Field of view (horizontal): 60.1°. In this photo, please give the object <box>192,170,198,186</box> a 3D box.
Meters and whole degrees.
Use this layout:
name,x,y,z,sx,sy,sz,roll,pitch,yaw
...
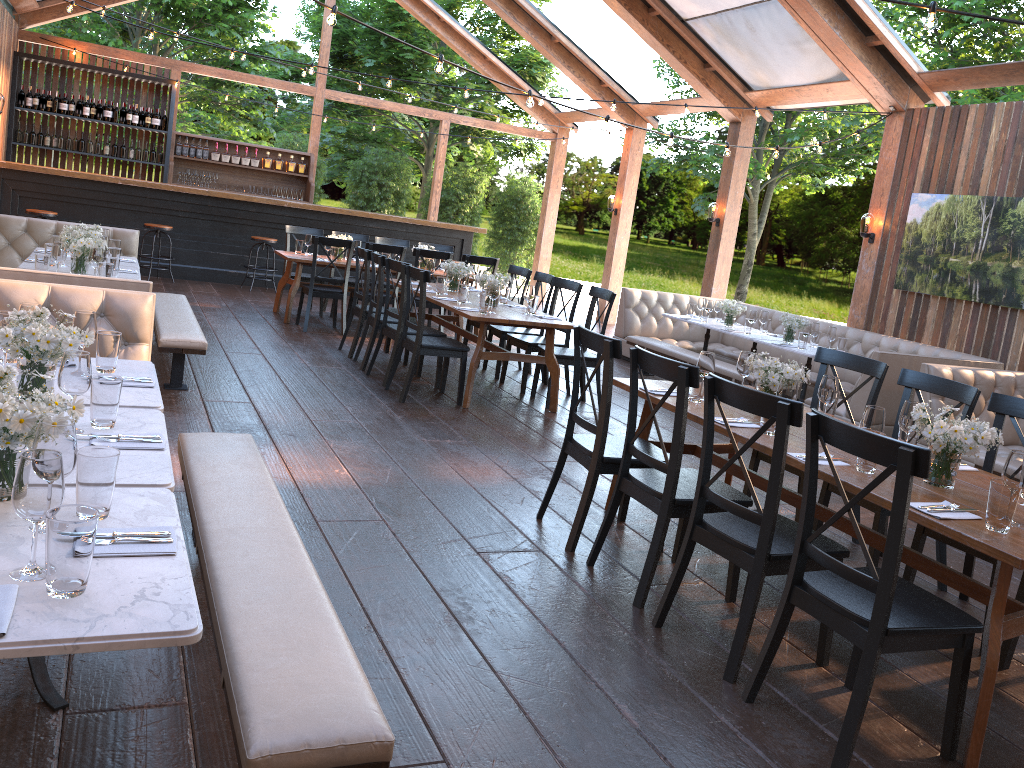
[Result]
name,x,y,z,sx,sy,sz,roll,pitch,yaw
object,-5.088,-3.303,14.193,0.092,0.242,0.093,8,7,-5

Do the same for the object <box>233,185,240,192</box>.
name,x,y,z,sx,sy,sz,roll,pitch,yaw
object,-4.523,-3.204,14.507,0.124,0.095,0.125,2,11,-36

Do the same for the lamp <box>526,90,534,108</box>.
name,x,y,z,sx,sy,sz,roll,pitch,yaw
lamp,0.126,-1.927,5.975,0.056,0.119,0.057,8,8,-6

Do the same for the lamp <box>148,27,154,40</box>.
name,x,y,z,sx,sy,sz,roll,pitch,yaw
lamp,-3.445,-3.344,8.450,0.056,0.120,0.057,7,8,-9

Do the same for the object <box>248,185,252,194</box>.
name,x,y,z,sx,sy,sz,roll,pitch,yaw
object,-4.323,-3.218,14.645,0.097,0.133,0.098,2,10,-38

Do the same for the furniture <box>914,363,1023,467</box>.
name,x,y,z,sx,sy,sz,roll,pitch,yaw
furniture,4.681,0.763,5.373,1.706,0.852,4.206,4,11,-25

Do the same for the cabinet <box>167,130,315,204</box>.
name,x,y,z,sx,sy,sz,roll,pitch,yaw
cabinet,-4.474,-2.915,14.512,2.269,2.077,0.499,4,8,-25

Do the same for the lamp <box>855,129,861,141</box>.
name,x,y,z,sx,sy,sz,roll,pitch,yaw
lamp,3.513,-2.525,8.979,0.068,0.116,0.057,6,8,-18

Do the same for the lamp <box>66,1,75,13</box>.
name,x,y,z,sx,sy,sz,roll,pitch,yaw
lamp,-4.166,-3.561,8.342,0.056,0.117,0.067,9,8,4

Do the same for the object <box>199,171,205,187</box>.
name,x,y,z,sx,sy,sz,roll,pitch,yaw
object,-4.992,-3.299,14.245,0.093,0.242,0.092,14,9,39

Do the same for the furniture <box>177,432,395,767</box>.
name,x,y,z,sx,sy,sz,roll,pitch,yaw
furniture,-0.869,0.653,2.874,0.312,0.395,2.355,5,11,-25

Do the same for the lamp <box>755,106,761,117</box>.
name,x,y,z,sx,sy,sz,roll,pitch,yaw
lamp,2.564,-2.839,9.232,0.056,0.113,0.076,5,9,-26

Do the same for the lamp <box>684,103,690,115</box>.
name,x,y,z,sx,sy,sz,roll,pitch,yaw
lamp,1.806,-2.839,9.128,0.075,0.113,0.056,11,8,21

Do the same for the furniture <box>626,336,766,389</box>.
name,x,y,z,sx,sy,sz,roll,pitch,yaw
furniture,1.870,-0.099,9.032,0.312,0.395,2.355,5,11,-25

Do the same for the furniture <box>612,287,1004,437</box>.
name,x,y,z,sx,sy,sz,roll,pitch,yaw
furniture,2.875,-0.267,9.463,1.706,0.852,4.206,4,11,-25

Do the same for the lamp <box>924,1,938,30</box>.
name,x,y,z,sx,sy,sz,roll,pitch,yaw
lamp,1.835,-1.607,3.863,0.057,0.120,0.056,15,10,40

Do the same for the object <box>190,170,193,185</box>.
name,x,y,z,sx,sy,sz,roll,pitch,yaw
object,-5.162,-3.333,14.292,0.092,0.242,0.093,8,7,-5

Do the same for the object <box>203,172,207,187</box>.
name,x,y,z,sx,sy,sz,roll,pitch,yaw
object,-4.974,-3.319,14.364,0.093,0.242,0.092,14,9,39

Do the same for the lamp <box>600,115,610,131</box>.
name,x,y,z,sx,sy,sz,roll,pitch,yaw
lamp,0.682,-1.914,6.490,0.056,0.119,0.057,6,8,-19

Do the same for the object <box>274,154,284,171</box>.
name,x,y,z,sx,sy,sz,roll,pitch,yaw
object,-3.900,-3.706,14.801,0.176,0.286,0.110,6,8,-20

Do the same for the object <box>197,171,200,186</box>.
name,x,y,z,sx,sy,sz,roll,pitch,yaw
object,-5.060,-3.323,14.318,0.092,0.242,0.093,8,7,-5

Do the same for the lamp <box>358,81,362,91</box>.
name,x,y,z,sx,sy,sz,roll,pitch,yaw
lamp,-1.893,-3.721,11.043,0.056,0.119,0.057,6,8,-19

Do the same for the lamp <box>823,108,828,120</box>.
name,x,y,z,sx,sy,sz,roll,pitch,yaw
lamp,3.314,-2.848,9.344,0.064,0.117,0.056,14,10,38

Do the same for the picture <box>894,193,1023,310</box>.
name,x,y,z,sx,sy,sz,roll,pitch,yaw
picture,4.389,-1.289,8.419,0.065,0.989,1.669,5,10,-25

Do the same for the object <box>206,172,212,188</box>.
name,x,y,z,sx,sy,sz,roll,pitch,yaw
object,-4.896,-3.291,14.278,0.093,0.242,0.092,14,9,39

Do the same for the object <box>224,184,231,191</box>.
name,x,y,z,sx,sy,sz,roll,pitch,yaw
object,-4.637,-3.199,14.394,0.124,0.095,0.125,6,9,-14

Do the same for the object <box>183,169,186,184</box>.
name,x,y,z,sx,sy,sz,roll,pitch,yaw
object,-5.248,-3.335,14.235,0.093,0.242,0.092,14,9,39

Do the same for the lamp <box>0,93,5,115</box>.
name,x,y,z,sx,sy,sz,roll,pitch,yaw
lamp,-6.339,-3.424,10.873,0.177,0.317,0.148,5,8,-25

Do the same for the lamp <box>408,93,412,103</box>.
name,x,y,z,sx,sy,sz,roll,pitch,yaw
lamp,-1.331,-3.733,11.552,0.056,0.120,0.057,8,7,1

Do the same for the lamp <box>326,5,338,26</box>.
name,x,y,z,sx,sy,sz,roll,pitch,yaw
lamp,-1.012,-2.076,4.982,0.056,0.120,0.057,9,7,3

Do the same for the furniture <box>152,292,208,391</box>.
name,x,y,z,sx,sy,sz,roll,pitch,yaw
furniture,-2.669,-0.374,6.951,0.312,0.395,2.355,5,11,-25

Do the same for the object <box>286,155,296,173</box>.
name,x,y,z,sx,sy,sz,roll,pitch,yaw
object,-3.709,-3.686,14.845,0.176,0.286,0.110,4,9,-30

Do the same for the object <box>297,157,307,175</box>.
name,x,y,z,sx,sy,sz,roll,pitch,yaw
object,-3.554,-3.684,14.954,0.176,0.286,0.110,6,8,-20

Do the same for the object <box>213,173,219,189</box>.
name,x,y,z,sx,sy,sz,roll,pitch,yaw
object,-4.803,-3.287,14.330,0.093,0.242,0.092,14,9,39

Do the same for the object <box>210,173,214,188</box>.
name,x,y,z,sx,sy,sz,roll,pitch,yaw
object,-4.883,-3.314,14.410,0.093,0.242,0.092,14,9,39

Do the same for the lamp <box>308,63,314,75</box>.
name,x,y,z,sx,sy,sz,roll,pitch,yaw
lamp,-1.956,-3.080,8.638,0.056,0.118,0.060,1,11,-45

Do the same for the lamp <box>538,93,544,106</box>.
name,x,y,z,sx,sy,sz,roll,pitch,yaw
lamp,0.295,-2.876,8.947,0.056,0.120,0.057,7,8,-10

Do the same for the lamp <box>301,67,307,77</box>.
name,x,y,z,sx,sy,sz,roll,pitch,yaw
lamp,-2.477,-3.719,10.545,0.057,0.119,0.056,11,8,21

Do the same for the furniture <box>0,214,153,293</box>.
name,x,y,z,sx,sy,sz,roll,pitch,yaw
furniture,-3.645,-0.660,6.467,1.706,0.852,4.206,4,11,-25

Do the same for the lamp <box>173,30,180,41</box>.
name,x,y,z,sx,sy,sz,roll,pitch,yaw
lamp,-3.618,-3.757,9.543,0.059,0.118,0.057,11,8,18

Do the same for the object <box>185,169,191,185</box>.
name,x,y,z,sx,sy,sz,roll,pitch,yaw
object,-5.194,-3.311,14.152,0.092,0.242,0.093,8,7,-5

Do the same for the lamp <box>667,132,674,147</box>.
name,x,y,z,sx,sy,sz,roll,pitch,yaw
lamp,1.258,-1.931,6.993,0.056,0.120,0.057,5,8,-26

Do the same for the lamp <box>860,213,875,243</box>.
name,x,y,z,sx,sy,sz,roll,pitch,yaw
lamp,3.845,-1.689,9.565,0.177,0.317,0.148,5,8,-25

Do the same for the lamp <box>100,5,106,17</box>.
name,x,y,z,sx,sy,sz,roll,pitch,yaw
lamp,-4.187,-3.816,9.059,0.061,0.118,0.057,7,8,-9

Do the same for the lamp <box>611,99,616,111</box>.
name,x,y,z,sx,sy,sz,roll,pitch,yaw
lamp,1.043,-2.855,9.057,0.057,0.119,0.056,15,10,40

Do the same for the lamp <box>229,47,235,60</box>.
name,x,y,z,sx,sy,sz,roll,pitch,yaw
lamp,-2.704,-3.192,8.550,0.056,0.120,0.057,10,8,9

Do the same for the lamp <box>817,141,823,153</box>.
name,x,y,z,sx,sy,sz,roll,pitch,yaw
lamp,2.963,-2.275,8.499,0.056,0.118,0.060,9,8,6

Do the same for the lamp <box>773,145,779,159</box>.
name,x,y,z,sx,sy,sz,roll,pitch,yaw
lamp,2.395,-2.101,8.009,0.056,0.119,0.057,4,8,-28

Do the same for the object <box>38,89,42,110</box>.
name,x,y,z,sx,sy,sz,roll,pitch,yaw
object,-7.000,-4.200,13.086,0.137,0.313,0.136,12,8,27

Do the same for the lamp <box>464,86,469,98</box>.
name,x,y,z,sx,sy,sz,roll,pitch,yaw
lamp,-0.453,-2.918,8.847,0.057,0.119,0.057,4,9,-31

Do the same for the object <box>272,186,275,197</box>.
name,x,y,z,sx,sy,sz,roll,pitch,yaw
object,-3.916,-3.176,14.602,0.074,0.179,0.073,14,9,39

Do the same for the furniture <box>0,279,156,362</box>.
name,x,y,z,sx,sy,sz,roll,pitch,yaw
furniture,-1.843,0.367,2.387,1.706,0.852,4.206,4,11,-25

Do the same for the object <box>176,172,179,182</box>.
name,x,y,z,sx,sy,sz,roll,pitch,yaw
object,-5.284,-3.270,14.022,0.069,0.184,0.070,6,8,-20

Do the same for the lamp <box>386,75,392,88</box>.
name,x,y,z,sx,sy,sz,roll,pitch,yaw
lamp,-1.212,-2.990,8.747,0.057,0.120,0.056,13,9,33

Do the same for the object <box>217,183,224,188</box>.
name,x,y,z,sx,sy,sz,roll,pitch,yaw
object,-4.773,-3.233,14.469,0.124,0.095,0.125,6,9,-14

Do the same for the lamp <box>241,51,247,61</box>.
name,x,y,z,sx,sy,sz,roll,pitch,yaw
lamp,-3.048,-3.728,10.044,0.057,0.119,0.056,12,8,25

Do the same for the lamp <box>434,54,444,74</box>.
name,x,y,z,sx,sy,sz,roll,pitch,yaw
lamp,-0.450,-1.983,5.481,0.056,0.120,0.057,3,9,-37

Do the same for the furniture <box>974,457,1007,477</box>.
name,x,y,z,sx,sy,sz,roll,pitch,yaw
furniture,3.670,0.928,4.955,0.312,0.395,2.355,5,11,-25

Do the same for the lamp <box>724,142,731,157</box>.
name,x,y,z,sx,sy,sz,roll,pitch,yaw
lamp,1.833,-1.989,7.502,0.057,0.119,0.056,12,8,25
